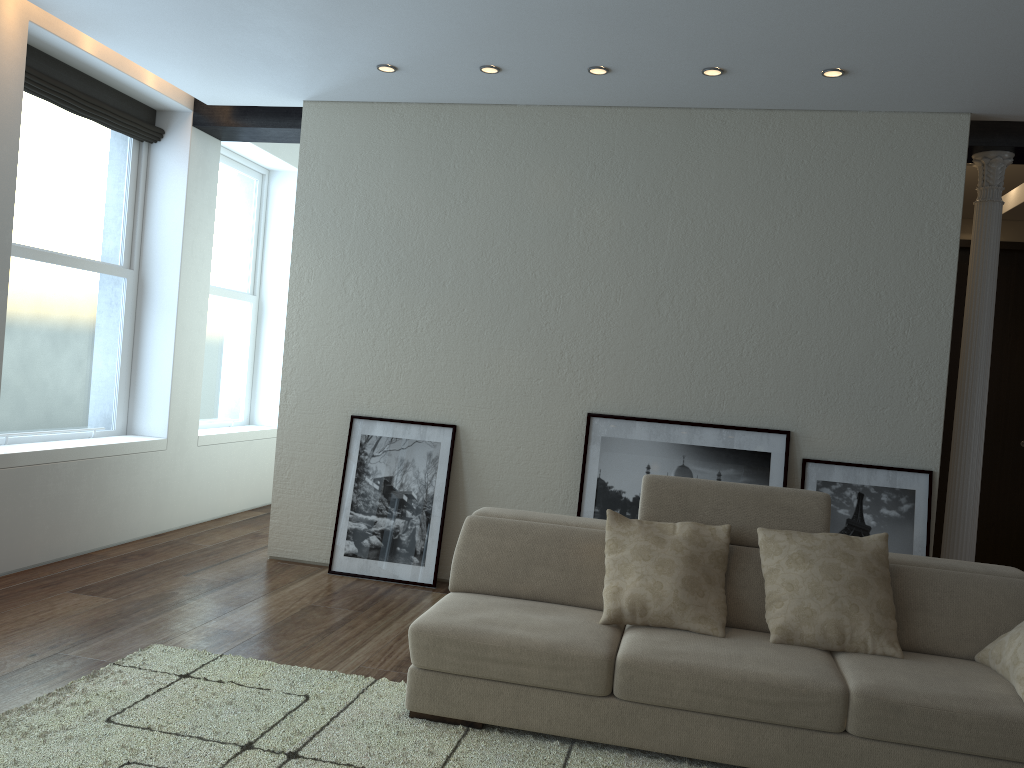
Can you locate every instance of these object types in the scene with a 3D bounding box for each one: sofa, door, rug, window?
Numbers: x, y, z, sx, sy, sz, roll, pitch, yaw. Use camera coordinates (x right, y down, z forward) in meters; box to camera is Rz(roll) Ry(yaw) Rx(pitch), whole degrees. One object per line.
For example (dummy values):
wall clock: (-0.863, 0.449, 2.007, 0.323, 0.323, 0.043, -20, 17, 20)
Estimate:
sofa: (0.976, 0.906, 3.523, 2.581, 0.950, 1.021, 5, 1, 12)
door: (4.163, 0.186, 7.710, 1.037, 2.814, 0.246, 5, 1, 12)
rug: (0.182, 1.323, 2.019, 4.231, 0.020, 2.972, 5, 1, 12)
window: (-2.847, -0.762, 5.577, 0.123, 2.400, 1.563, 5, 1, 12)
window: (-2.462, -0.751, 7.404, 0.123, 2.400, 1.373, 5, 1, 12)

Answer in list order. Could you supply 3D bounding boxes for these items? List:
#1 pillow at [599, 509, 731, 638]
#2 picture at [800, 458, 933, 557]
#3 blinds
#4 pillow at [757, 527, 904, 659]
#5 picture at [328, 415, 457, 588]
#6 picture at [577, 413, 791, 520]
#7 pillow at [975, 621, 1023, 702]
pillow: (0.624, 0.756, 3.599, 0.519, 0.416, 0.368, 5, 1, 7)
picture: (1.959, 0.949, 4.965, 0.700, 0.988, 0.195, 5, 1, 12)
blinds: (-2.698, -1.823, 5.554, 0.156, 0.275, 1.563, 5, 1, 12)
pillow: (1.237, 0.798, 3.483, 0.534, 0.439, 0.301, 5, 1, 8)
picture: (-0.747, 0.720, 5.537, 0.700, 0.988, 0.195, 5, 1, 12)
picture: (0.967, 0.791, 5.161, 1.183, 1.140, 0.225, 5, 1, 12)
pillow: (1.928, 0.881, 3.094, 0.395, 0.393, 0.518, 5, 1, 8)
